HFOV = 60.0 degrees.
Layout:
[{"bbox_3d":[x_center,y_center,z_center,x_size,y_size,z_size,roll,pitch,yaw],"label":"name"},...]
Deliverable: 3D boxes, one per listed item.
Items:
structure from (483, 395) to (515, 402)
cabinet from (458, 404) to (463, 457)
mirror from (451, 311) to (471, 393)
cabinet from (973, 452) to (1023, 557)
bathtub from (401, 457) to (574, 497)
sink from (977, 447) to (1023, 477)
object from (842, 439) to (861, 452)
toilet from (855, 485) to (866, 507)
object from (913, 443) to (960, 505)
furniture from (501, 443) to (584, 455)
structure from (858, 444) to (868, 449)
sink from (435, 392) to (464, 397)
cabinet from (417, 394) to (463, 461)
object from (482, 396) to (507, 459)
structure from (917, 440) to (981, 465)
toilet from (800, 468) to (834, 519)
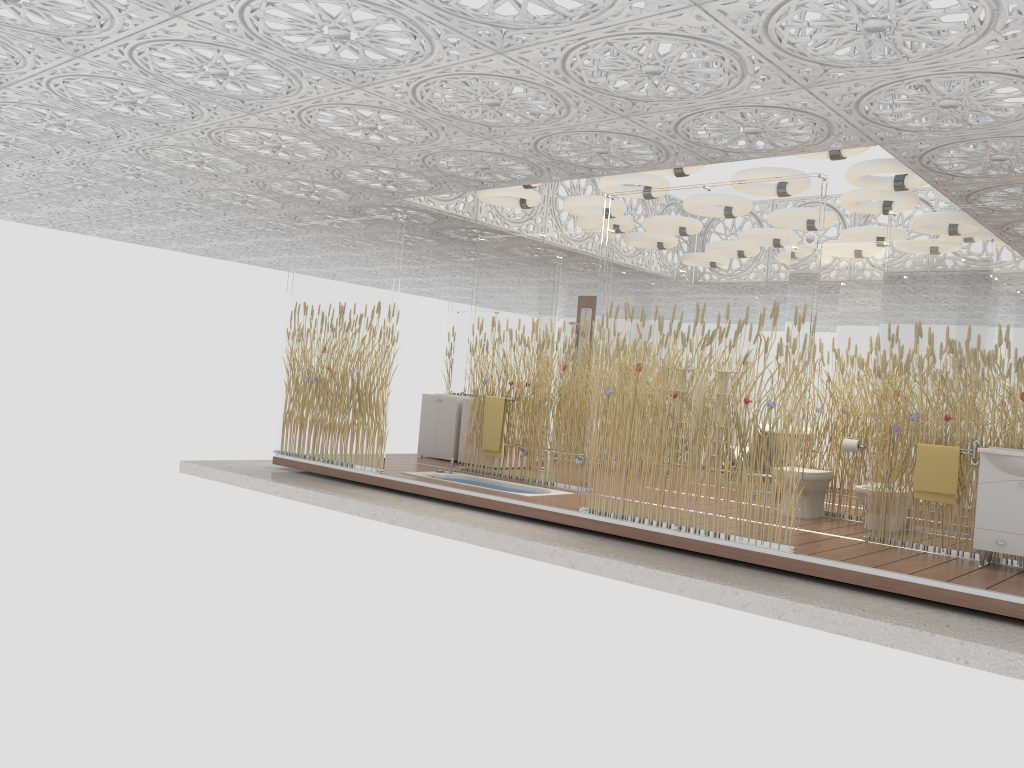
[{"bbox_3d":[-0.156,0.151,9.477,0.442,0.047,0.078,5,0,41],"label":"structure"},{"bbox_3d":[-0.218,0.590,10.816,0.643,0.782,0.549,5,0,41],"label":"cabinet"},{"bbox_3d":[-0.227,-0.383,11.262,1.422,1.081,0.009,5,0,41],"label":"mirror"},{"bbox_3d":[3.547,0.831,6.094,0.580,0.678,0.316,5,0,41],"label":"cabinet"},{"bbox_3d":[-0.279,1.094,8.818,1.700,0.582,0.700,5,0,41],"label":"bathtub"},{"bbox_3d":[3.533,0.502,6.043,0.603,0.263,0.454,5,0,41],"label":"sink"},{"bbox_3d":[3.146,0.570,8.219,0.131,0.115,0.115,5,0,41],"label":"object"},{"bbox_3d":[3.245,1.034,7.777,0.401,0.506,0.611,5,0,41],"label":"toilet"},{"bbox_3d":[3.130,0.660,6.542,0.295,0.427,0.042,5,0,31],"label":"object"},{"bbox_3d":[0.302,0.652,8.892,0.977,0.014,0.178,5,0,41],"label":"furniture"},{"bbox_3d":[3.179,0.574,8.227,0.215,0.047,0.080,5,0,41],"label":"structure"},{"bbox_3d":[-0.720,0.181,11.301,0.573,0.266,0.499,5,0,38],"label":"sink"},{"bbox_3d":[-0.760,0.547,11.286,0.643,0.782,0.549,5,0,41],"label":"cabinet"},{"bbox_3d":[-0.197,0.457,9.454,0.283,0.656,0.042,5,0,41],"label":"object"},{"bbox_3d":[3.208,0.486,6.529,0.405,0.183,0.115,5,0,39],"label":"structure"},{"bbox_3d":[2.672,1.016,8.271,0.401,0.437,0.611,5,0,41],"label":"toilet"}]
